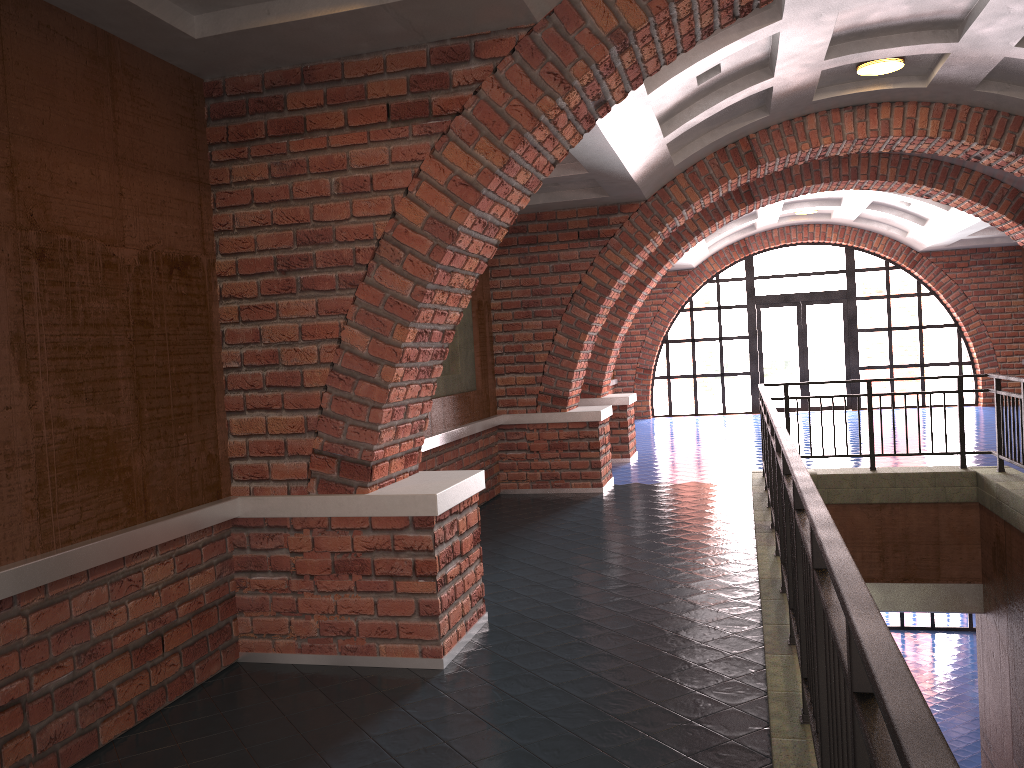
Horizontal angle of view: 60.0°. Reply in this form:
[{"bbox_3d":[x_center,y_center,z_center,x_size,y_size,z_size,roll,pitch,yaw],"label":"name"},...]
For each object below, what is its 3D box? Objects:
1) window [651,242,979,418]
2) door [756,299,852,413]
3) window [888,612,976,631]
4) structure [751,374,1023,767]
[{"bbox_3d":[5.906,-1.127,17.883,6.353,3.471,0.100,-3,2,15],"label":"window"},{"bbox_3d":[5.889,-0.558,17.921,1.754,2.236,0.040,-3,2,15],"label":"door"},{"bbox_3d":[6.156,3.261,18.030,6.353,3.471,0.100,-3,2,15],"label":"window"},{"bbox_3d":[2.484,3.028,3.938,2.464,5.665,11.177,-3,2,15],"label":"structure"}]
